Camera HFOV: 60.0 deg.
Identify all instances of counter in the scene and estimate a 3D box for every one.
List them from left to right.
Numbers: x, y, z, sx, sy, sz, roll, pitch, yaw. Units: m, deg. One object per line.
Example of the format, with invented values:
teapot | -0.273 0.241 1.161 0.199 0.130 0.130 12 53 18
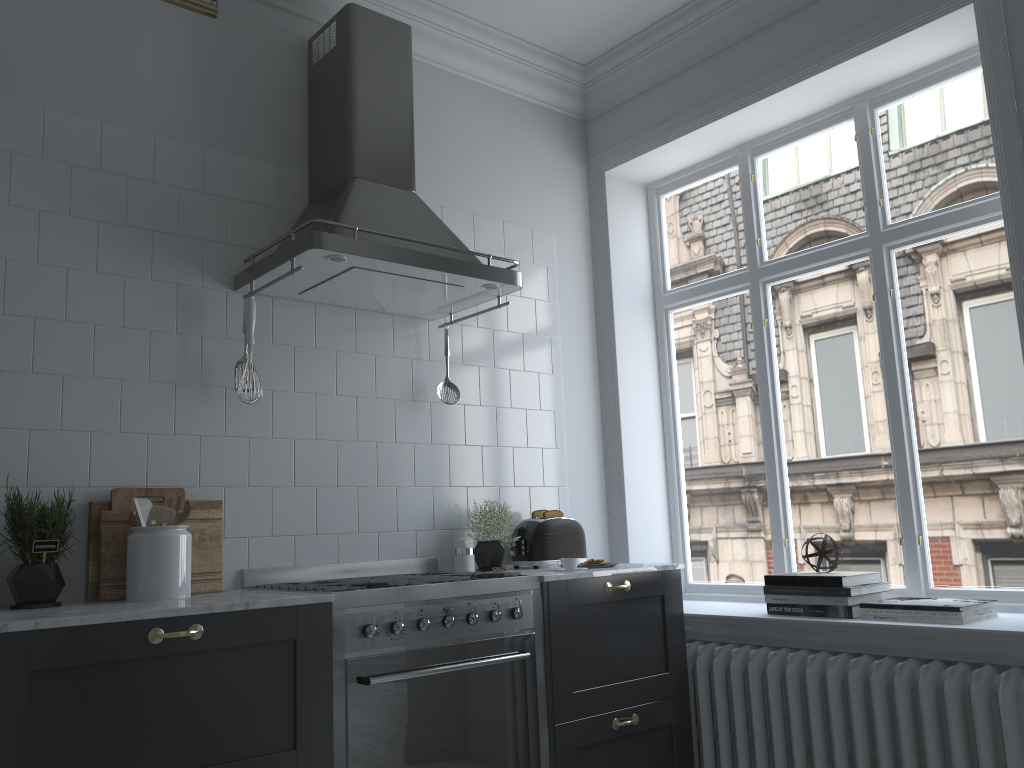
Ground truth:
counter | -1.031 0.603 2.387 3.902 0.020 0.624 5 -12 -40

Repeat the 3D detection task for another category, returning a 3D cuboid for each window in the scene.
window | 1.294 -0.126 3.674 0.061 2.080 1.716 5 -12 -40

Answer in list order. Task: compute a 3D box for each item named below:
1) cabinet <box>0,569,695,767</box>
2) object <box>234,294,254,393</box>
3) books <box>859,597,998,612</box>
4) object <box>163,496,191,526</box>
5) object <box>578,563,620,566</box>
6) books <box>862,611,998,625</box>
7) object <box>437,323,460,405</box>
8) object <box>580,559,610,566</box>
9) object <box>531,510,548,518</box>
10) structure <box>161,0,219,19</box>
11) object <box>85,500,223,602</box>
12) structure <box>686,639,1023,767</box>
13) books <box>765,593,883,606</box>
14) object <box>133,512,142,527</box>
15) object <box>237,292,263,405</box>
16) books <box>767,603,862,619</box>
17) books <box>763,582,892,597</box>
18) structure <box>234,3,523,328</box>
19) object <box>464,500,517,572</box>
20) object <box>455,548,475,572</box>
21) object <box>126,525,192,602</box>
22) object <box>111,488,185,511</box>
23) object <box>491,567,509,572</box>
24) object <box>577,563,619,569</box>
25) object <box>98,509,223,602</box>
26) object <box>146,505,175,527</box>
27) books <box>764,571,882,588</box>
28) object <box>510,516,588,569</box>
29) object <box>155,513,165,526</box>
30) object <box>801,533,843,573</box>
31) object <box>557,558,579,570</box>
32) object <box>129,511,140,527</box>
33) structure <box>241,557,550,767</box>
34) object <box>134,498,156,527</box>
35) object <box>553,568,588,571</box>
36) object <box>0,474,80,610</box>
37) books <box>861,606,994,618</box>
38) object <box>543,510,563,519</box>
cabinet | -1.001 1.110 2.295 3.897 1.012 0.646 5 -12 -40
object | -0.889 -0.138 2.962 0.066 0.332 0.024 4 -11 -35
books | 1.403 0.743 2.993 0.274 0.016 0.341 5 -12 -38
object | -1.024 0.481 2.634 0.056 0.296 0.131 -8 -11 29
object | 0.304 0.683 3.344 0.209 0.008 0.018 -2 -9 -5
books | 1.398 0.778 2.979 0.254 0.019 0.343 5 -12 -40
object | -0.253 -0.080 3.481 0.101 0.331 0.030 3 -11 -30
object | 0.313 0.686 3.399 0.119 0.031 0.074 -1 -9 -8
object | 0.125 0.575 3.669 0.107 0.110 0.010 4 -12 -35
structure | -1.683 -1.484 2.165 1.988 0.556 0.053 5 -12 -40
object | -1.096 0.508 2.743 0.400 0.290 0.030 5 -12 -40
structure | 1.003 1.313 3.101 0.245 0.753 1.673 5 -12 -40
books | 1.148 0.786 3.272 0.259 0.031 0.328 6 -13 -42
object | -1.055 0.500 2.603 0.118 0.250 0.033 5 -12 -40
object | -0.865 -0.119 2.934 0.076 0.381 0.074 -8 -11 30
books | 1.164 0.822 3.263 0.259 0.044 0.351 5 -12 -38
books | 1.163 0.755 3.276 0.287 0.031 0.351 5 -12 -40
structure | -0.472 -0.818 3.186 0.843 1.079 0.567 5 -12 -40
object | -0.076 0.584 3.445 0.210 0.283 0.220 2 -11 -27
object | -0.178 0.669 3.359 0.072 0.095 0.072 -3 -9 5
object | -1.024 0.519 2.575 0.174 0.208 0.174 7 -13 -44
object | -1.105 0.481 2.698 0.220 0.330 0.041 5 -12 -40
object | -0.064 0.699 3.332 0.091 0.018 0.062 6 -13 -42
object | 0.308 0.697 3.395 0.209 0.011 0.209 -2 -9 -3
object | -1.062 0.514 2.696 0.360 0.261 0.053 5 -12 -40
object | -1.036 0.482 2.534 0.149 0.262 0.054 -7 -10 24
books | 1.150 0.723 3.288 0.259 0.038 0.325 5 -12 -38
object | 0.141 0.642 3.621 0.326 0.207 0.219 4 -11 -35
object | -1.031 0.503 2.627 0.114 0.247 0.050 -5 -10 14
object | 1.165 0.636 3.335 0.147 0.148 0.147 -10 -12 40
object | 0.210 0.654 3.217 0.070 0.040 0.072 -11 -12 41
object | -1.046 0.491 2.555 0.117 0.251 0.061 -1 -10 -10
structure | -0.364 1.129 2.834 0.779 1.096 0.651 5 -12 -40
object | -1.034 0.476 2.589 0.141 0.290 0.064 -6 -10 23
object | 0.211 0.673 3.215 0.126 0.008 0.126 0 -10 -14
object | -1.297 0.425 2.431 0.186 0.367 0.196 -3 -9 4
books | 1.395 0.760 2.987 0.254 0.019 0.337 6 -13 -42
object | 0.169 0.567 3.606 0.107 0.110 0.010 4 -12 -35
